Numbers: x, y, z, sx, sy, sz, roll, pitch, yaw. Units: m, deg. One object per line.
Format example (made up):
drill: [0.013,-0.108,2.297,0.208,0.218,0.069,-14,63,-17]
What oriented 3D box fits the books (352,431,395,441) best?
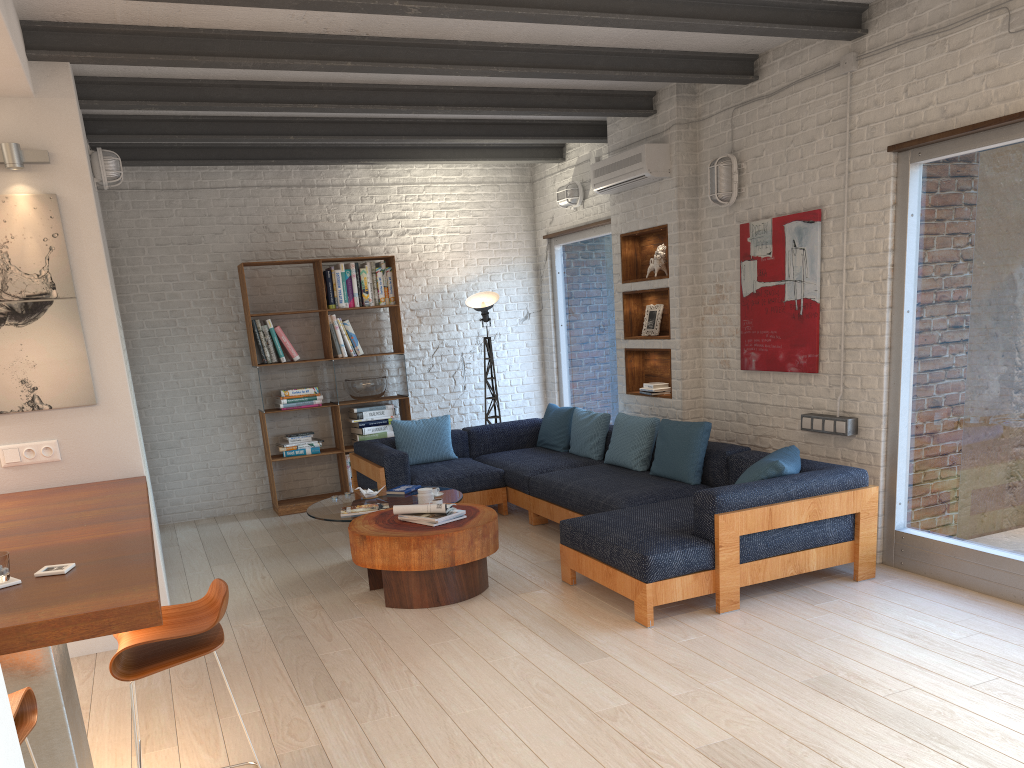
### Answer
books: [-1.306,0.477,8.222,0.359,0.057,0.276,-6,5,-20]

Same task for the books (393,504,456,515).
books: [-0.522,0.758,5.278,0.322,0.113,0.264,-3,6,10]

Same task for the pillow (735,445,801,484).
pillow: [1.458,0.556,5.038,0.376,0.339,0.547,0,9,28]

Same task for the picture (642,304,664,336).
picture: [1.114,-0.501,6.848,0.100,0.253,0.189,-12,13,-31]

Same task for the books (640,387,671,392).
books: [1.143,0.040,6.897,0.169,0.019,0.231,-6,5,-21]

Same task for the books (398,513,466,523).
books: [-0.481,0.793,5.246,0.317,0.011,0.246,-1,6,37]

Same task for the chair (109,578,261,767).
chair: [-1.133,1.104,3.055,0.418,0.802,0.393,-9,13,-22]

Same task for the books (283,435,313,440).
books: [-1.958,0.482,7.971,0.233,0.019,0.168,-7,5,-29]

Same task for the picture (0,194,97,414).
picture: [-2.453,-0.372,4.198,0.649,1.051,0.019,-9,15,-21]

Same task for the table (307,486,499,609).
table: [-0.751,1.026,5.744,1.070,0.461,1.786,-6,6,-17]

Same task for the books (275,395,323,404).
books: [-1.924,0.136,7.866,0.375,0.038,0.240,-7,5,-28]

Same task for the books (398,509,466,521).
books: [-0.479,0.773,5.214,0.316,0.011,0.246,0,6,42]

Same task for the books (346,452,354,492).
books: [-1.533,0.834,8.212,0.036,0.397,0.237,-10,13,-23]

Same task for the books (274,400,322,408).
books: [-1.934,0.173,7.878,0.375,0.038,0.239,-7,5,-27]

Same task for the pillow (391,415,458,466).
pillow: [-0.757,0.487,7.525,0.550,0.423,0.217,-8,13,-22]

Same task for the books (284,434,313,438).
books: [-1.950,0.468,7.964,0.240,0.008,0.153,-6,5,-22]

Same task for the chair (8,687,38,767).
chair: [-1.479,1.187,2.353,0.401,0.802,0.410,-9,13,-22]

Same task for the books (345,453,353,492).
books: [-1.560,0.838,8.185,0.036,0.397,0.237,-10,13,-23]

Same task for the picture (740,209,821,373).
picture: [1.698,-0.562,5.570,0.019,0.993,0.725,-10,12,-23]

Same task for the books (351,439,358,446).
books: [-1.293,0.538,8.220,0.375,0.067,0.240,-7,6,-28]

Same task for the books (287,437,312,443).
books: [-1.948,0.508,7.974,0.204,0.035,0.129,-6,6,-22]

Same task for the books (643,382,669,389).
books: [1.140,0.013,6.897,0.132,0.035,0.200,-5,5,-13]

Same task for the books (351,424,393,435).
books: [-1.294,0.417,8.196,0.373,0.067,0.241,-8,6,-35]

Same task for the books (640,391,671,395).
books: [1.133,0.066,6.912,0.161,0.018,0.245,-5,5,-13]

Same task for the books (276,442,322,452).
books: [-1.952,0.564,7.970,0.376,0.038,0.239,-6,5,-22]

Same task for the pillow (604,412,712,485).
pillow: [1.026,0.438,6.268,0.252,0.430,1.186,-9,7,-23]

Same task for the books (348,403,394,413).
books: [-1.320,0.223,8.157,0.376,0.038,0.239,-6,5,-22]

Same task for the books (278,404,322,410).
books: [-1.926,0.201,7.894,0.352,0.021,0.266,-6,5,-22]

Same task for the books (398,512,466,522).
books: [-0.481,0.784,5.225,0.317,0.011,0.246,-1,6,37]

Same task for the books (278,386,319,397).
books: [-1.931,0.067,7.867,0.324,0.057,0.249,-6,5,-20]

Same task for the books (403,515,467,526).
books: [-0.472,0.804,5.236,0.247,0.011,0.315,-9,6,-43]

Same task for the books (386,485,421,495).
books: [-0.790,0.771,6.364,0.162,0.023,0.224,-2,5,26]

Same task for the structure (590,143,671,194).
structure: [0.862,-1.580,6.453,0.198,0.226,0.797,-9,7,-23]

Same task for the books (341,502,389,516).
books: [-0.980,0.836,5.817,0.317,0.011,0.245,-5,5,-9]

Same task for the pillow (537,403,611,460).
pillow: [0.513,0.403,7.491,0.241,0.411,1.083,-10,7,-24]

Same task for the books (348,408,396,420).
books: [-1.314,0.273,8.176,0.375,0.067,0.240,-7,6,-28]

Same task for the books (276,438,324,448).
books: [-1.936,0.535,7.960,0.375,0.019,0.240,-7,5,-29]

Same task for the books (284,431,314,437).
books: [-1.944,0.456,7.949,0.250,0.018,0.159,-6,5,-22]

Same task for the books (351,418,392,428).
books: [-1.319,0.359,8.160,0.322,0.057,0.250,-7,6,-27]

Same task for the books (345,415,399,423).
books: [-1.311,0.318,8.168,0.440,0.021,0.266,-6,5,-22]

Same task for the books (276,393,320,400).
books: [-1.936,0.106,7.876,0.352,0.021,0.266,-6,5,-24]
